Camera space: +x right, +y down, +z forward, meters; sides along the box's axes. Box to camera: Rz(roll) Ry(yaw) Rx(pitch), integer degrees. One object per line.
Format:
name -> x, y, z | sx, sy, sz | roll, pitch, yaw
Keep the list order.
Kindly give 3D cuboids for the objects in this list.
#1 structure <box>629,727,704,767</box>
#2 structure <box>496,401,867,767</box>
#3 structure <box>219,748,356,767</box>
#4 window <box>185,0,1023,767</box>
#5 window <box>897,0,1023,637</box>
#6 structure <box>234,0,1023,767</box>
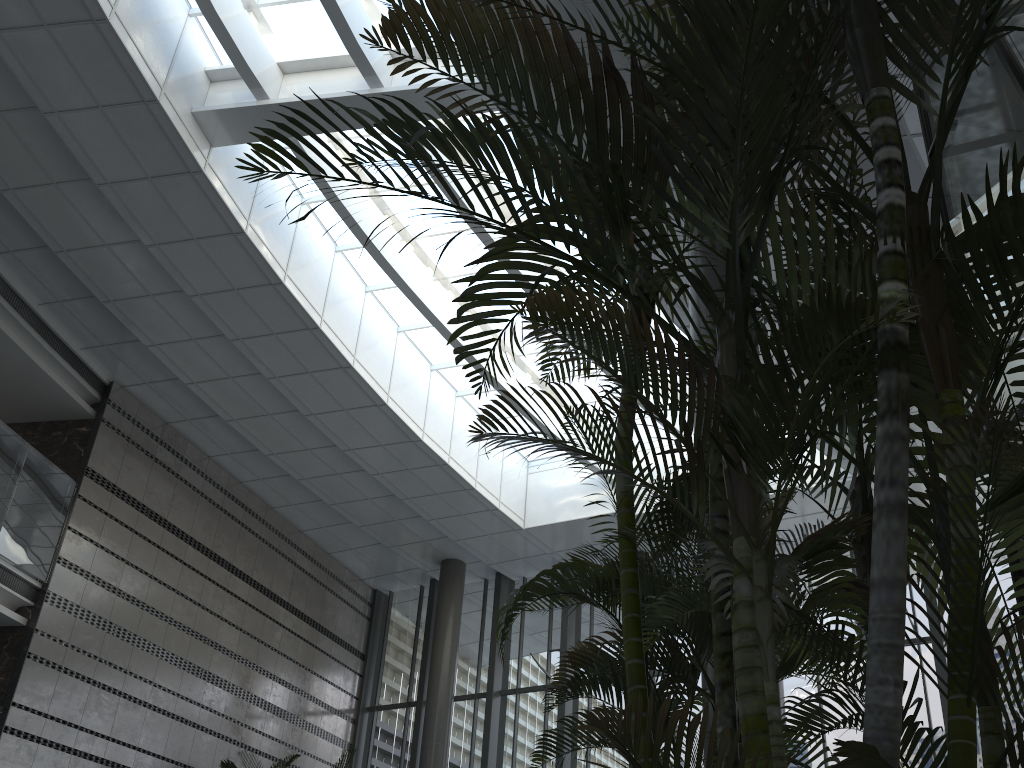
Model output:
structure -> 1.143, 3.915, 5.992 | 1.402, 3.060, 1.381 | -2, -29, 11
structure -> 0.775, 1.818, 3.360 | 1.638, 3.299, 2.315 | -2, -31, 10
structure -> -3.161, 7.043, 11.395 | 2.553, 4.121, 2.721 | -14, -35, 28
window -> -1.819, 1.371, 7.598 | 13.931, 8.931, 20.492 | -21, -42, 32
window -> 5.156, 1.111, 5.297 | 4.229, 7.106, 17.260 | -10, -37, 23
structure -> 0.540, 0.239, 1.918 | 2.424, 4.120, 2.863 | 0, -30, 7
